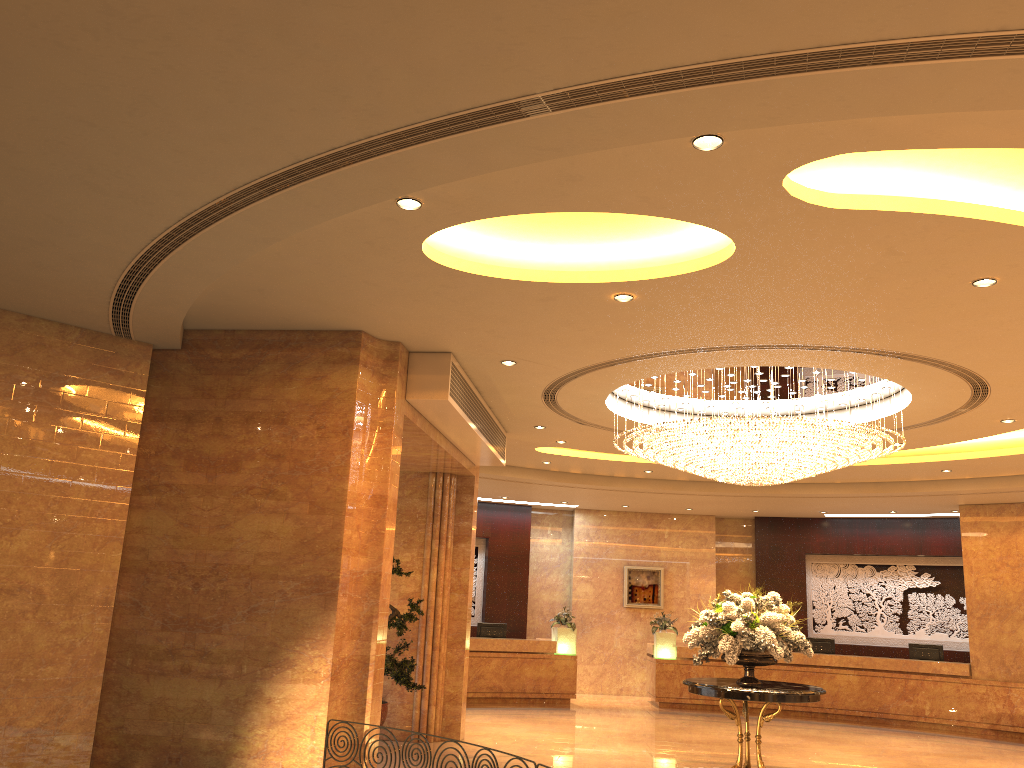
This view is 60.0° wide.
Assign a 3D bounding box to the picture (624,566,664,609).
[{"bbox_3d":[2.932,4.522,19.735,0.875,0.890,0.068,3,-14,-1],"label":"picture"}]

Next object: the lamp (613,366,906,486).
[{"bbox_3d":[2.781,0.572,10.217,3.206,1.196,3.204,-11,-19,43],"label":"lamp"}]

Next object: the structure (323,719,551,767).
[{"bbox_3d":[-1.467,2.236,3.125,3.815,0.995,7.624,-4,-16,26],"label":"structure"}]

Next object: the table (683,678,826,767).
[{"bbox_3d":[2.571,3.758,9.428,1.493,1.089,1.493,2,-14,1],"label":"table"}]

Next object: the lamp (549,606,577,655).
[{"bbox_3d":[1.003,4.850,17.488,0.570,0.923,0.580,2,-14,5],"label":"lamp"}]

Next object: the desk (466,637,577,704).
[{"bbox_3d":[-1.140,5.374,16.748,5.227,1.155,1.570,10,-16,-27],"label":"desk"}]

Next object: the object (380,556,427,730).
[{"bbox_3d":[-1.732,3.309,11.077,1.250,2.363,0.843,6,-14,-11],"label":"object"}]

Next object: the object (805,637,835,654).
[{"bbox_3d":[6.053,5.262,17.476,0.430,0.500,0.531,11,-16,-30],"label":"object"}]

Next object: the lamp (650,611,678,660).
[{"bbox_3d":[3.035,5.001,17.700,0.577,0.925,0.542,0,-14,10],"label":"lamp"}]

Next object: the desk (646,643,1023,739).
[{"bbox_3d":[8.158,5.337,14.802,12.951,1.155,3.466,-10,-19,41],"label":"desk"}]

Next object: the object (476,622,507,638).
[{"bbox_3d":[-0.550,4.924,17.339,0.918,0.500,0.397,5,-14,-10],"label":"object"}]

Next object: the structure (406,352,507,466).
[{"bbox_3d":[-0.557,0.426,10.669,0.425,0.483,4.113,1,-14,8],"label":"structure"}]

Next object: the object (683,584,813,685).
[{"bbox_3d":[2.605,2.755,9.712,1.277,0.999,1.318,-8,-18,37],"label":"object"}]

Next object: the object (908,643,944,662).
[{"bbox_3d":[7.781,5.138,16.647,0.430,0.500,0.531,8,-15,-19],"label":"object"}]
